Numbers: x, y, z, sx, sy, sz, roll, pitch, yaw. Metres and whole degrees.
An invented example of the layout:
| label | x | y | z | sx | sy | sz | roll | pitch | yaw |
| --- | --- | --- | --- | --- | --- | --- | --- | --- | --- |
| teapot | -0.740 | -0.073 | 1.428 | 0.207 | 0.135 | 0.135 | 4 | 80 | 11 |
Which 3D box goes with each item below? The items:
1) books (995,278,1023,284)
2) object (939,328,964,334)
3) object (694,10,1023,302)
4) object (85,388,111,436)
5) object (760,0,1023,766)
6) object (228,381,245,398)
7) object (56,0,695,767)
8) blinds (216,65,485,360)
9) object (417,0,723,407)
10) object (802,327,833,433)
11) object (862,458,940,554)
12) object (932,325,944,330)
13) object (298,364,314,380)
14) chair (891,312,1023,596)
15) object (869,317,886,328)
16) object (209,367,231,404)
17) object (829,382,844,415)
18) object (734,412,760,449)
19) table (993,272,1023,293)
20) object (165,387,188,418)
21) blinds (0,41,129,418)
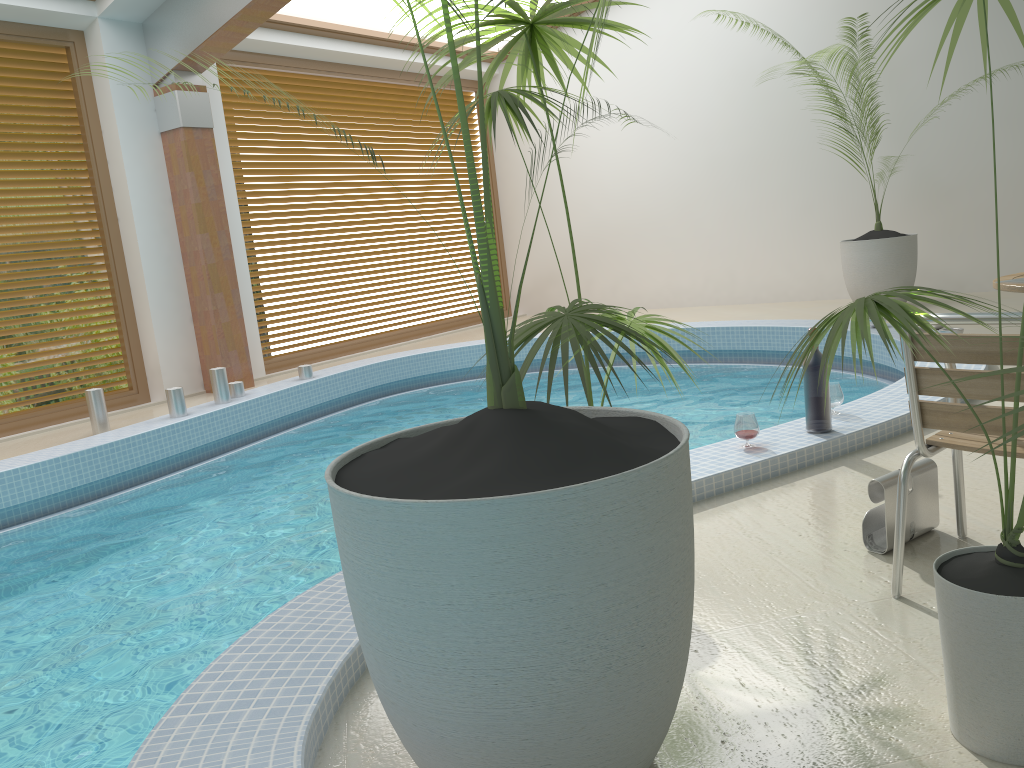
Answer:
| label | x | y | z | sx | sy | sz | roll | pitch | yaw |
| --- | --- | --- | --- | --- | --- | --- | --- | --- | --- |
| books | 1.584 | -0.311 | 2.616 | 0.241 | 0.004 | 0.166 | -9 | 10 | -13 |
| object | 2.753 | -0.309 | 5.554 | 0.140 | 0.069 | 0.140 | -6 | 9 | 5 |
| object | 3.342 | -2.146 | 7.819 | 2.979 | 2.960 | 2.729 | -6 | 9 | 1 |
| object | -2.861 | 0.194 | 6.128 | 0.115 | 0.320 | 0.115 | -7 | 9 | -5 |
| object | 0.927 | -0.180 | 1.500 | 0.791 | 1.695 | 1.059 | -10 | 10 | -18 |
| object | -2.072 | 0.042 | 6.667 | 0.115 | 0.107 | 0.115 | -7 | 9 | -5 |
| object | -0.020 | -0.748 | 1.661 | 2.729 | 2.960 | 2.979 | -13 | 12 | -36 |
| blinds | -1.610 | -1.926 | 9.968 | 0.095 | 2.921 | 4.414 | 0 | 11 | 36 |
| object | 0.145 | -0.260 | 2.531 | 0.791 | 1.695 | 1.059 | -3 | 10 | 23 |
| object | 1.262 | -0.018 | 3.679 | 0.109 | 0.435 | 0.109 | -10 | 10 | -19 |
| object | 1.154 | 0.357 | 2.635 | 0.272 | 0.223 | 0.081 | -13 | 11 | -33 |
| object | 3.146 | -0.438 | 6.559 | 0.140 | 0.069 | 0.140 | -6 | 9 | 5 |
| object | -1.687 | -0.098 | 7.245 | 0.115 | 0.107 | 0.115 | -7 | 9 | -5 |
| chair | 1.326 | 0.146 | 2.199 | 0.563 | 0.727 | 0.618 | -15 | 12 | -41 |
| object | 2.655 | -0.446 | 6.456 | 0.140 | 0.069 | 0.140 | -6 | 9 | 5 |
| object | -2.113 | 0.012 | 6.422 | 0.115 | 0.254 | 0.115 | -9 | 10 | -13 |
| object | 1.438 | 0.065 | 3.986 | 0.102 | 0.137 | 0.102 | 3 | 13 | 44 |
| object | 0.949 | 0.187 | 3.588 | 0.102 | 0.137 | 0.102 | 3 | 13 | 44 |
| table | 1.833 | 0.027 | 2.631 | 0.700 | 0.720 | 0.700 | -13 | 11 | -34 |
| object | -2.286 | 0.125 | 6.040 | 0.115 | 0.194 | 0.115 | -9 | 10 | -13 |
| blinds | -4.572 | -0.906 | 5.832 | 0.095 | 2.921 | 4.200 | 0 | 11 | 36 |
